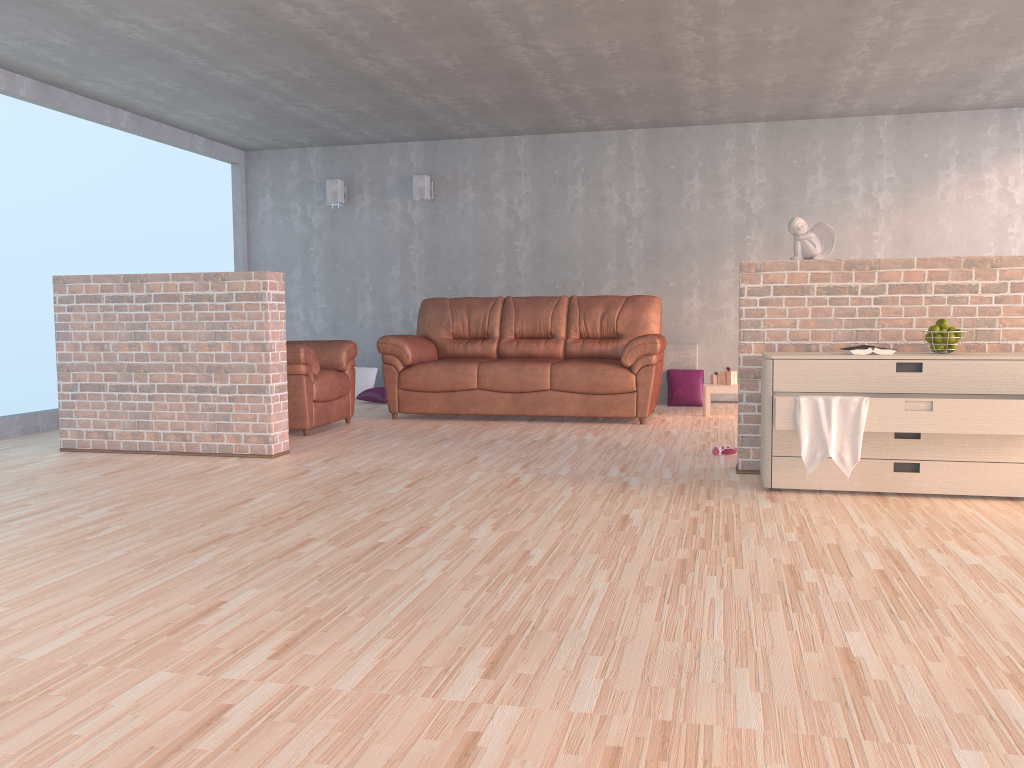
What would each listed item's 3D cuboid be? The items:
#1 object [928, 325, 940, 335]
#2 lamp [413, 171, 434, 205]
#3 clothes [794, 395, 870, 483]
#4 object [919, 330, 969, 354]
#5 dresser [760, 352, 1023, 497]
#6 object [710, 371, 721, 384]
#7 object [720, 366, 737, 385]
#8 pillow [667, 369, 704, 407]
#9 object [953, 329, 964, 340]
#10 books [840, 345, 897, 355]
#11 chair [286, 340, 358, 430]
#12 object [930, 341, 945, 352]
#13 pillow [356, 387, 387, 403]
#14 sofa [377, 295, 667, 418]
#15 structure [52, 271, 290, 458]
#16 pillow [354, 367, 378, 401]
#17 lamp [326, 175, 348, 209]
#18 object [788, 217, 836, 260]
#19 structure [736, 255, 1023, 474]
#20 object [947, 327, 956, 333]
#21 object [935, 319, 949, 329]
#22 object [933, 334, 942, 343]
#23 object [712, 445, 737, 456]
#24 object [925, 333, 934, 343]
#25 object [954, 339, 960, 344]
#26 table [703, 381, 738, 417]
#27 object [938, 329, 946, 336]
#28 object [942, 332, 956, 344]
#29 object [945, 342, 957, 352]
[{"bbox_3d":[1.878,-0.239,3.947,0.046,0.045,0.046,1,4,13],"label":"object"},{"bbox_3d":[-0.850,-1.857,8.417,0.165,0.319,0.177,1,4,13],"label":"lamp"},{"bbox_3d":[1.337,0.232,3.704,0.325,0.369,0.097,1,4,14],"label":"clothes"},{"bbox_3d":[1.934,-0.187,3.975,0.202,0.104,0.202,0,4,7],"label":"object"},{"bbox_3d":[1.967,0.181,3.846,1.686,0.612,0.605,1,4,13],"label":"dresser"},{"bbox_3d":[1.679,-0.051,7.161,0.152,0.105,0.080,-2,5,-18],"label":"object"},{"bbox_3d":[1.729,-0.068,7.074,0.099,0.147,0.102,4,6,42],"label":"object"},{"bbox_3d":[1.529,0.037,7.804,0.327,0.326,0.241,0,4,7],"label":"pillow"},{"bbox_3d":[1.973,-0.220,3.924,0.046,0.047,0.047,-4,6,-39],"label":"object"},{"bbox_3d":[1.603,-0.154,3.995,0.209,0.040,0.146,0,4,4],"label":"books"},{"bbox_3d":[-1.711,-0.162,6.386,0.936,0.879,0.970,1,4,13],"label":"chair"},{"bbox_3d":[1.905,-0.170,3.972,0.059,0.055,0.060,-3,5,-31],"label":"object"},{"bbox_3d":[-1.224,0.098,8.341,0.392,0.130,0.365,2,5,34],"label":"pillow"},{"bbox_3d":[0.115,-0.251,7.083,2.202,0.923,0.981,1,4,13],"label":"sofa"},{"bbox_3d":[-2.028,-0.120,5.261,1.422,1.057,0.211,1,4,13],"label":"structure"},{"bbox_3d":[-1.478,0.003,8.551,0.327,0.326,0.241,1,5,17],"label":"pillow"},{"bbox_3d":[-1.710,-1.866,8.619,0.165,0.319,0.168,1,4,13],"label":"lamp"},{"bbox_3d":[1.472,-0.716,4.369,0.216,0.218,0.131,1,4,13],"label":"object"},{"bbox_3d":[1.835,-0.078,4.336,1.422,1.057,0.211,1,4,13],"label":"structure"},{"bbox_3d":[1.966,-0.236,3.965,0.043,0.043,0.039,-1,4,-1],"label":"object"},{"bbox_3d":[1.929,-0.266,3.978,0.054,0.056,0.054,1,4,13],"label":"object"},{"bbox_3d":[1.890,-0.202,3.935,0.038,0.040,0.039,1,5,22],"label":"object"},{"bbox_3d":[1.207,0.374,5.020,0.192,0.066,0.078,-4,6,-40],"label":"object"},{"bbox_3d":[1.875,-0.208,3.975,0.046,0.044,0.046,0,4,9],"label":"object"},{"bbox_3d":[1.983,-0.204,3.986,0.053,0.054,0.053,-4,6,-41],"label":"object"},{"bbox_3d":[1.823,0.120,7.139,0.548,0.241,0.548,1,4,13],"label":"table"},{"bbox_3d":[1.916,-0.228,3.953,0.039,0.038,0.039,4,6,42],"label":"object"},{"bbox_3d":[1.931,-0.203,3.924,0.057,0.057,0.057,-5,6,-43],"label":"object"},{"bbox_3d":[1.958,-0.164,3.955,0.046,0.048,0.048,0,4,2],"label":"object"}]
